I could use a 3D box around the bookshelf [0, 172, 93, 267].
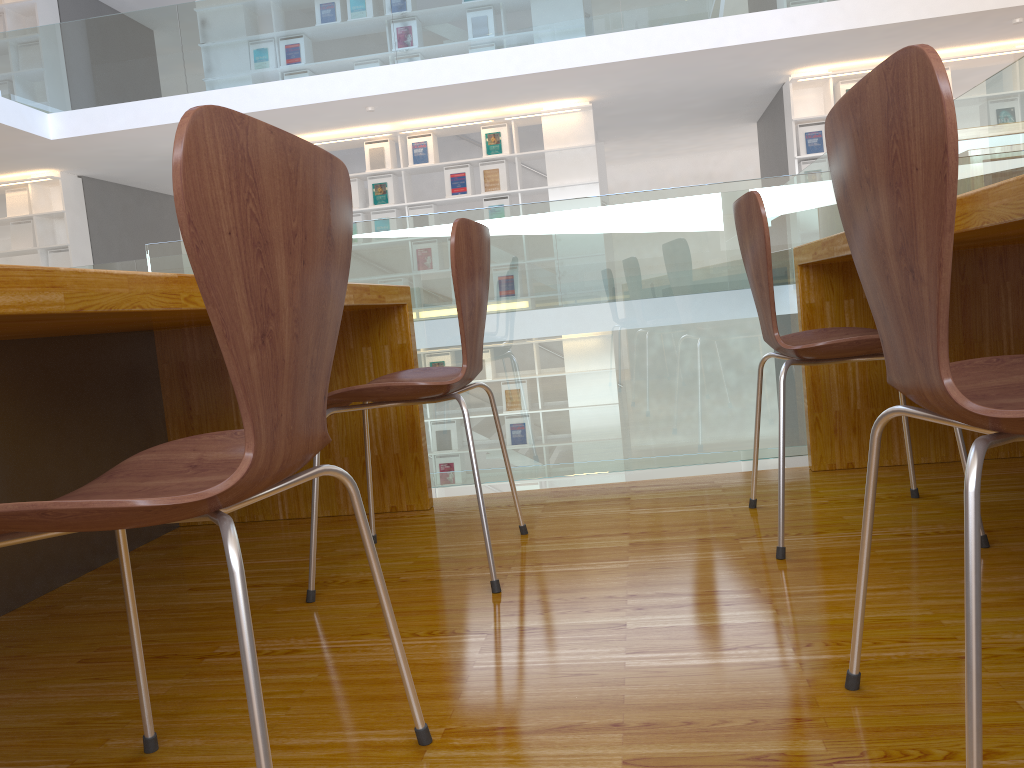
[{"bbox_3d":[-5.875,-1.096,9.232,2.984,1.836,0.498,-5,5,8],"label":"bookshelf"}]

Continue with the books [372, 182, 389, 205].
[{"bbox_3d":[-1.249,-1.800,8.411,0.145,0.210,0.037,-5,5,8],"label":"books"}]

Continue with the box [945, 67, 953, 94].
[{"bbox_3d":[3.709,-2.607,7.806,0.245,0.296,0.274,-5,5,8],"label":"box"}]

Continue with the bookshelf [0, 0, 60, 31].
[{"bbox_3d":[-6.076,-3.125,9.062,2.984,1.836,0.498,-5,5,8],"label":"bookshelf"}]

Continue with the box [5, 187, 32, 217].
[{"bbox_3d":[-5.019,-1.847,9.108,0.245,0.296,0.274,-5,5,8],"label":"box"}]

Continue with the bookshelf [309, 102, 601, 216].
[{"bbox_3d":[-0.979,-1.521,8.506,3.666,1.836,0.498,-5,5,8],"label":"bookshelf"}]

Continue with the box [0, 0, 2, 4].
[{"bbox_3d":[-5.221,-3.877,8.939,0.245,0.296,0.274,-5,5,8],"label":"box"}]

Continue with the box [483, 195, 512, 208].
[{"bbox_3d":[-0.128,-1.610,8.381,0.245,0.296,0.274,-5,5,8],"label":"box"}]

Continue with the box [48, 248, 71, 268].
[{"bbox_3d":[-4.586,-1.228,9.108,0.245,0.296,0.274,-5,5,8],"label":"box"}]

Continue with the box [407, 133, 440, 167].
[{"bbox_3d":[-0.847,-2.205,8.424,0.245,0.296,0.274,-5,5,8],"label":"box"}]

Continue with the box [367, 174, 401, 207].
[{"bbox_3d":[-1.233,-1.842,8.513,0.245,0.296,0.274,-5,5,8],"label":"box"}]

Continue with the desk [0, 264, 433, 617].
[{"bbox_3d":[-1.062,0.449,0.941,1.248,1.022,3.216,-5,5,8],"label":"desk"}]

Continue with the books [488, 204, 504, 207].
[{"bbox_3d":[-0.140,-1.564,8.279,0.145,0.210,0.037,-5,5,8],"label":"books"}]

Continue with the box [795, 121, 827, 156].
[{"bbox_3d":[2.698,-2.190,7.991,0.245,0.296,0.274,-5,5,8],"label":"box"}]

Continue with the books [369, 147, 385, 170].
[{"bbox_3d":[-1.275,-2.129,8.383,0.145,0.210,0.037,-5,5,8],"label":"books"}]

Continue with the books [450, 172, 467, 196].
[{"bbox_3d":[-0.499,-1.869,8.303,0.145,0.210,0.037,-5,5,8],"label":"books"}]

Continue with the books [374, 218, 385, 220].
[{"bbox_3d":[-1.231,-1.472,8.444,0.145,0.210,0.037,-5,5,8],"label":"books"}]

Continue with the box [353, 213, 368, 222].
[{"bbox_3d":[-1.539,-1.487,8.591,0.245,0.296,0.274,-5,5,8],"label":"box"}]

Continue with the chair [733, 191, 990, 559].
[{"bbox_3d":[0.677,-0.049,1.817,0.381,0.693,0.428,-5,5,8],"label":"chair"}]

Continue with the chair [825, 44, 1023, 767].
[{"bbox_3d":[0.543,0.044,0.859,0.381,0.693,0.428,-5,5,8],"label":"chair"}]

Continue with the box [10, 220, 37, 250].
[{"bbox_3d":[-4.988,-1.522,9.135,0.245,0.296,0.274,-5,5,8],"label":"box"}]

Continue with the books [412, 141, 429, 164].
[{"bbox_3d":[-0.861,-2.166,8.321,0.145,0.210,0.037,-5,5,8],"label":"books"}]

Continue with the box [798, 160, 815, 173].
[{"bbox_3d":[2.737,-1.865,8.017,0.245,0.296,0.274,-5,5,8],"label":"box"}]

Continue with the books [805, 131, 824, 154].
[{"bbox_3d":[2.691,-2.140,7.889,0.145,0.210,0.037,-5,5,8],"label":"books"}]

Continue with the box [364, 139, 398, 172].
[{"bbox_3d":[-1.258,-2.169,8.485,0.245,0.296,0.274,-5,5,8],"label":"box"}]

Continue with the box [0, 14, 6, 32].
[{"bbox_3d":[-5.190,-3.552,8.966,0.245,0.296,0.274,-5,5,8],"label":"box"}]

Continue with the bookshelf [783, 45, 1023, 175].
[{"bbox_3d":[4.010,-1.955,7.760,2.984,1.836,0.498,-5,5,8],"label":"bookshelf"}]

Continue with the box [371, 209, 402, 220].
[{"bbox_3d":[-1.205,-1.516,8.541,0.245,0.296,0.274,-5,5,8],"label":"box"}]

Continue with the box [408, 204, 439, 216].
[{"bbox_3d":[-0.841,-1.548,8.487,0.245,0.296,0.274,-5,5,8],"label":"box"}]

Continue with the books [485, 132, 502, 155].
[{"bbox_3d":[-0.170,-2.224,8.219,0.145,0.210,0.037,-5,5,8],"label":"books"}]

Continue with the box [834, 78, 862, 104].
[{"bbox_3d":[3.041,-2.548,7.908,0.245,0.296,0.274,-5,5,8],"label":"box"}]

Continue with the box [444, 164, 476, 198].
[{"bbox_3d":[-0.497,-1.909,8.403,0.245,0.296,0.274,-5,5,8],"label":"box"}]

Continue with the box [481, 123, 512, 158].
[{"bbox_3d":[-0.146,-2.266,8.319,0.245,0.296,0.274,-5,5,8],"label":"box"}]

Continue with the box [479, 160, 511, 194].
[{"bbox_3d":[-0.162,-1.936,8.354,0.245,0.296,0.274,-5,5,8],"label":"box"}]

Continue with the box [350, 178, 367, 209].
[{"bbox_3d":[-1.573,-1.813,8.564,0.245,0.296,0.274,-5,5,8],"label":"box"}]

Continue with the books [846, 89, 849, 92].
[{"bbox_3d":[3.026,-2.499,7.811,0.145,0.210,0.037,-5,5,8],"label":"books"}]

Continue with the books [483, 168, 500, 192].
[{"bbox_3d":[-0.187,-1.893,8.256,0.145,0.210,0.037,-5,5,8],"label":"books"}]

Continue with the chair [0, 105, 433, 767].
[{"bbox_3d":[-0.345,0.130,0.880,0.381,0.693,0.428,-5,5,8],"label":"chair"}]

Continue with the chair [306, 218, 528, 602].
[{"bbox_3d":[-0.211,0.037,1.837,0.381,0.693,0.428,-5,5,8],"label":"chair"}]

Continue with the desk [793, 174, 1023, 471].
[{"bbox_3d":[0.931,0.060,0.712,0.760,0.606,3.356,-5,5,8],"label":"desk"}]
